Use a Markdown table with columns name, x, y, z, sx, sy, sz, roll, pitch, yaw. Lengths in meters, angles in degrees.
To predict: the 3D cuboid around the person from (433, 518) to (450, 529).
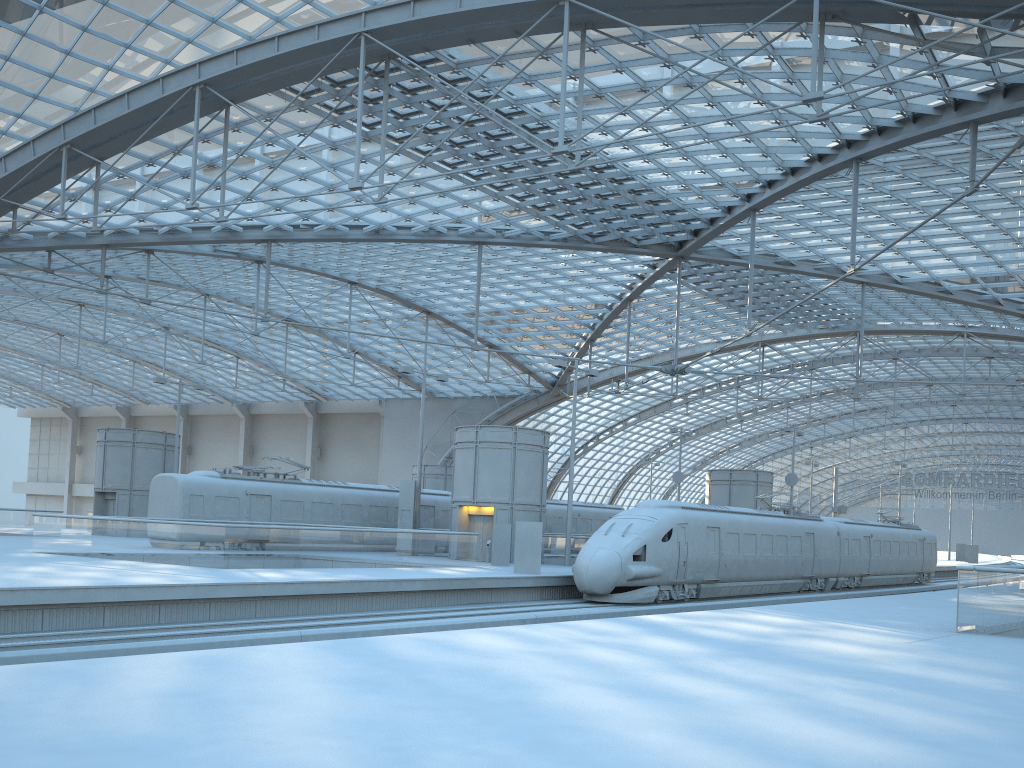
| name | x | y | z | sx | sy | sz | roll | pitch | yaw |
| --- | --- | --- | --- | --- | --- | --- | --- | --- | --- |
| person | -3.335 | 7.209 | 41.399 | 0.826 | 1.727 | 0.001 | 2 | -2 | 13 |

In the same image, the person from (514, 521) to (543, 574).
| name | x | y | z | sx | sy | sz | roll | pitch | yaw |
| --- | --- | --- | --- | --- | --- | --- | --- | --- | --- |
| person | 0.532 | 5.243 | 28.042 | 0.874 | 1.700 | 0.001 | 2 | -2 | 13 |

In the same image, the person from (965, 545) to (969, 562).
| name | x | y | z | sx | sy | sz | roll | pitch | yaw |
| --- | --- | --- | --- | --- | --- | --- | --- | --- | --- |
| person | 43.662 | 16.192 | 83.709 | 0.875 | 1.700 | 0.001 | 0 | -3 | 39 |

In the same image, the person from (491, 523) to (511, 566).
| name | x | y | z | sx | sy | sz | roll | pitch | yaw |
| --- | --- | --- | --- | --- | --- | --- | --- | --- | --- |
| person | -0.387 | 5.958 | 32.486 | 0.709 | 1.607 | 0.001 | 2 | -2 | 18 |

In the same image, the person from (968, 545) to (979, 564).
| name | x | y | z | sx | sy | sz | roll | pitch | yaw |
| --- | --- | --- | --- | --- | --- | --- | --- | --- | --- |
| person | 42.194 | 15.597 | 80.338 | 0.827 | 1.727 | 0.001 | 0 | -3 | 39 |

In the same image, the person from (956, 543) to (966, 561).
| name | x | y | z | sx | sy | sz | roll | pitch | yaw |
| --- | --- | --- | --- | --- | --- | --- | --- | --- | --- |
| person | 44.918 | 16.892 | 88.106 | 0.899 | 1.793 | 0.001 | 1 | -2 | 34 |
